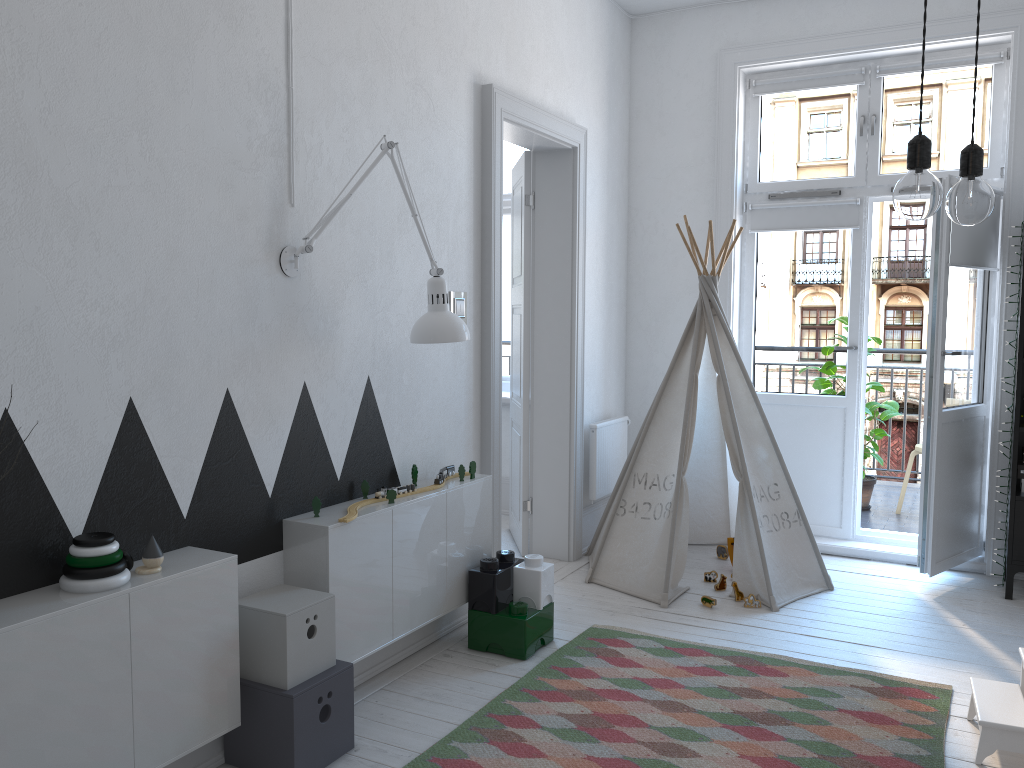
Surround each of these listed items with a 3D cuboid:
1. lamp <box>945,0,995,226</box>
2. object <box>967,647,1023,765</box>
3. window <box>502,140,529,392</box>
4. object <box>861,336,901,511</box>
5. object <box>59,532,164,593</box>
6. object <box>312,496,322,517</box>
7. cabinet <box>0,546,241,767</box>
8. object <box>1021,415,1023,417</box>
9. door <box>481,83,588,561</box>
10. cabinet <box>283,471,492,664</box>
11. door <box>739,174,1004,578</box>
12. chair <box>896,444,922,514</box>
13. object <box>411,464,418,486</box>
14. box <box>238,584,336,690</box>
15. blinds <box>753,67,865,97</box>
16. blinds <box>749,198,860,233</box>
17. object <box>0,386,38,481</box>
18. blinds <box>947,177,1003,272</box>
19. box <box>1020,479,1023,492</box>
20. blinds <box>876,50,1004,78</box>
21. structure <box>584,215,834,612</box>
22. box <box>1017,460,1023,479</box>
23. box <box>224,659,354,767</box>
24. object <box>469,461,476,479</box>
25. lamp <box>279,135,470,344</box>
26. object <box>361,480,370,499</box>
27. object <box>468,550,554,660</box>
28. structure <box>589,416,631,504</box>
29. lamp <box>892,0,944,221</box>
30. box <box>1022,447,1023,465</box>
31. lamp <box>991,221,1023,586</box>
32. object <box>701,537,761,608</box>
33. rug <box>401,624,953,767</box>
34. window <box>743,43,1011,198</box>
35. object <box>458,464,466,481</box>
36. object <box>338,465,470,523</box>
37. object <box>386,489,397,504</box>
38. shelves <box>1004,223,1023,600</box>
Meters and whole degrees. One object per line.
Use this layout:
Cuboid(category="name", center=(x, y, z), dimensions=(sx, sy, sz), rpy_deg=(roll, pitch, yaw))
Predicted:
Cuboid(category="lamp", center=(0.804, -1.076, 2.071), dimensions=(0.074, 1.531, 1.380), rpy_deg=(1, 5, 3))
Cuboid(category="object", center=(1.490, 0.935, 2.557), dimensions=(0.288, 0.246, 0.332), rpy_deg=(2, 5, 23))
Cuboid(category="window", center=(-0.340, -0.913, 6.003), dimensions=(1.357, 1.903, 0.093), rpy_deg=(3, 5, 28))
Cuboid(category="object", center=(2.163, 0.180, 5.694), dimensions=(0.720, 1.226, 0.489), rpy_deg=(4, 6, 38))
Cuboid(category="object", center=(-0.937, 0.398, 2.057), dimensions=(0.148, 0.113, 0.230), rpy_deg=(2, 5, 18))
Cuboid(category="object", center=(-0.596, 0.374, 2.706), dimensions=(0.029, 0.063, 0.007), rpy_deg=(0, 5, -9))
Cuboid(category="cabinet", center=(-1.015, 0.692, 1.913), dimensions=(0.182, 0.455, 0.969), rpy_deg=(3, 5, 28))
Cuboid(category="object", center=(2.345, 0.150, 4.041), dimensions=(0.042, 0.054, 0.031), rpy_deg=(4, 6, 38))
Cuboid(category="door", center=(0.080, -0.173, 4.358), dimensions=(0.505, 2.178, 1.464), rpy_deg=(1, 5, 13))
Cuboid(category="cabinet", center=(-0.388, 0.607, 3.077), dimensions=(0.182, 0.455, 0.969), rpy_deg=(3, 5, 28))
Cuboid(category="door", center=(1.697, -0.064, 4.445), dimensions=(1.263, 1.840, 0.636), rpy_deg=(3, 5, 30))
Cuboid(category="chair", center=(2.677, 0.462, 5.410), dimensions=(0.498, 0.716, 0.436), rpy_deg=(-1, 5, -17))
Cuboid(category="object", center=(-0.351, 0.330, 3.203), dimensions=(0.009, 0.081, 0.037), rpy_deg=(2, 5, 22))
Cuboid(category="box", center=(-0.635, 0.697, 2.469), dimensions=(0.202, 0.206, 0.199), rpy_deg=(3, 5, 28))
Cuboid(category="blinds", center=(1.552, -1.585, 4.659), dimensions=(0.565, 0.087, 0.032), rpy_deg=(3, 5, 28))
Cuboid(category="blinds", center=(1.548, -0.893, 4.717), dimensions=(0.565, 0.158, 0.032), rpy_deg=(3, 5, 28))
Cuboid(category="object", center=(-1.074, 0.241, 1.658), dimensions=(0.258, 0.484, 0.406), rpy_deg=(3, 5, 26))
Cuboid(category="blinds", center=(2.145, -0.726, 4.087), dimensions=(0.565, 0.391, 0.032), rpy_deg=(-4, 6, -42))
Cuboid(category="box", center=(2.417, 0.455, 3.996), dimensions=(0.215, 0.062, 0.179), rpy_deg=(3, 5, 28))
Cuboid(category="blinds", center=(2.099, -1.573, 4.365), dimensions=(0.565, 0.060, 0.032), rpy_deg=(3, 5, 28))
Cuboid(category="structure", center=(0.932, 0.056, 4.262), dimensions=(1.143, 1.751, 1.142), rpy_deg=(1, 5, 4))
Cuboid(category="box", center=(2.400, 0.393, 3.999), dimensions=(0.215, 0.062, 0.179), rpy_deg=(3, 5, 28))
Cuboid(category="box", center=(-0.623, 0.928, 2.491), dimensions=(0.254, 0.259, 0.250), rpy_deg=(3, 5, 28))
Cuboid(category="object", center=(-0.149, 0.326, 3.364), dimensions=(0.009, 0.067, 0.054), rpy_deg=(2, 5, 19))
Cuboid(category="lamp", center=(-0.436, -0.456, 2.828), dimensions=(0.651, 0.656, 0.200), rpy_deg=(-2, 5, -28))
Cuboid(category="object", center=(-0.493, 0.354, 2.982), dimensions=(0.029, 0.063, 0.007), rpy_deg=(0, 5, -9))
Cuboid(category="object", center=(-0.001, 0.818, 3.346), dimensions=(0.246, 0.332, 0.246), rpy_deg=(3, 5, 28))
Cuboid(category="structure", center=(0.557, 0.416, 4.853), dimensions=(0.075, 0.460, 0.635), rpy_deg=(3, 5, 25))
Cuboid(category="lamp", center=(0.685, -1.072, 2.000), dimensions=(0.074, 1.531, 1.380), rpy_deg=(1, 5, 3))
Cuboid(category="box", center=(2.418, 0.332, 3.987), dimensions=(0.215, 0.062, 0.179), rpy_deg=(3, 5, 28))
Cuboid(category="lamp", center=(2.685, 0.120, 3.874), dimensions=(0.985, 1.685, 0.095), rpy_deg=(3, 5, 26))
Cuboid(category="object", center=(1.097, 0.794, 4.132), dimensions=(0.385, 0.284, 0.856), rpy_deg=(2, 5, 20))
Cuboid(category="rug", center=(0.429, 1.056, 2.409), dimensions=(1.319, 0.016, 2.027), rpy_deg=(3, 5, 28))
Cuboid(category="window", center=(1.829, -1.325, 4.553), dimensions=(1.262, 0.661, 0.101), rpy_deg=(3, 5, 28))
Cuboid(category="object", center=(-0.187, 0.331, 3.308), dimensions=(0.029, 0.063, 0.007), rpy_deg=(-3, 6, -35))
Cuboid(category="object", center=(-0.365, 0.357, 3.065), dimensions=(0.111, 0.047, 0.901), rpy_deg=(2, 5, 23))
Cuboid(category="object", center=(-0.395, 0.369, 2.910), dimensions=(0.037, 0.046, 0.006), rpy_deg=(-3, 6, -35))
Cuboid(category="shelves", center=(2.677, 0.129, 3.807), dimensions=(0.911, 1.678, 0.353), rpy_deg=(3, 5, 28))
